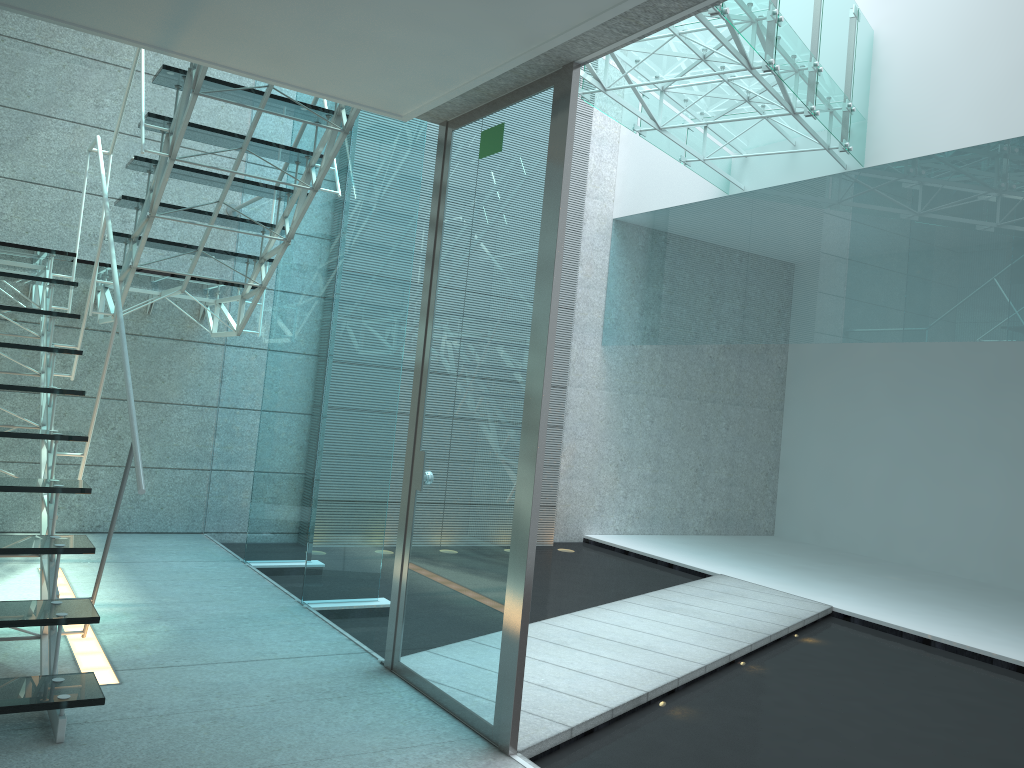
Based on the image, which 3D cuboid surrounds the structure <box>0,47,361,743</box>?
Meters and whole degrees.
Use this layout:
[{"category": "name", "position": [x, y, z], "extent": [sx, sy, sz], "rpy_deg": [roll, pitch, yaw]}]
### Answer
[{"category": "structure", "position": [-1.621, -2.076, 3.955], "extent": [1.906, 6.020, 3.296], "rpy_deg": [7, -4, -32]}]

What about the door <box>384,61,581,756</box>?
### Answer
[{"category": "door", "position": [-0.111, 0.030, 2.984], "extent": [0.076, 2.069, 0.865], "rpy_deg": [8, -4, -32]}]
